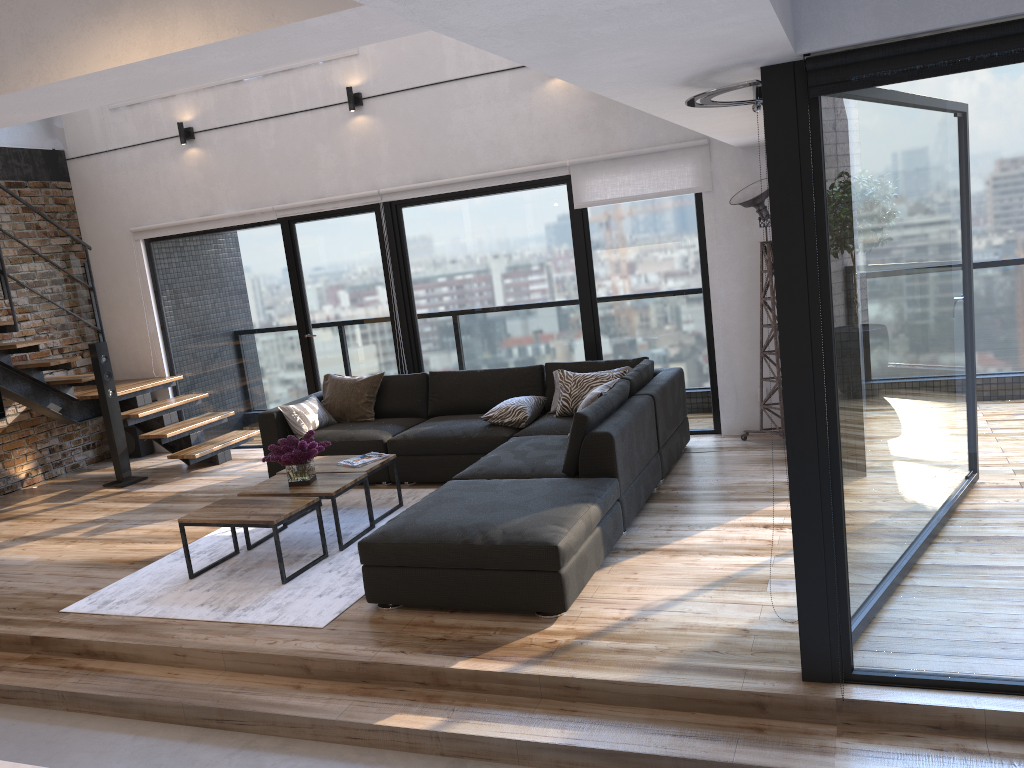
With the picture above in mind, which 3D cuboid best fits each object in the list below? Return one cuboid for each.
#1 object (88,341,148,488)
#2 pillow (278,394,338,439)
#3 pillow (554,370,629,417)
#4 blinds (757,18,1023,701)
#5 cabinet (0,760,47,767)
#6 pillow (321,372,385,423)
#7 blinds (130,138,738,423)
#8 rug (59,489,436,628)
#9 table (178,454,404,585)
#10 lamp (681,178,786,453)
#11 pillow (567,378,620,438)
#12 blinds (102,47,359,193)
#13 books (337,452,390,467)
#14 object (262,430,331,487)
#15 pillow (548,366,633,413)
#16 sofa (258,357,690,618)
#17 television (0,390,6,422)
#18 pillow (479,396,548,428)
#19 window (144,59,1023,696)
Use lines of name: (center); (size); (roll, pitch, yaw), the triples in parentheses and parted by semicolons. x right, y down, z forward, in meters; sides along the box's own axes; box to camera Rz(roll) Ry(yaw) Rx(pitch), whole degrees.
object: (-3.343, 0.249, 7.406); (0.271, 1.209, 0.270); (-2, 11, 27)
pillow: (-1.560, 0.246, 6.820); (0.212, 0.266, 0.497); (-3, 10, 23)
pillow: (0.545, 0.055, 6.103); (0.532, 0.315, 0.250); (-2, 11, 26)
blinds: (1.726, -0.122, 3.212); (1.827, 2.057, 3.855); (-11, 10, -23)
cabinet: (-3.691, 0.597, 1.580); (9.118, 2.879, 2.466); (-3, 10, 22)
pillow: (-1.306, 0.109, 7.057); (0.609, 0.383, 0.264); (-3, 11, 23)
blinds: (-0.940, -0.579, 7.363); (5.370, 2.049, 0.095); (-3, 11, 22)
rug: (-1.233, 0.945, 5.294); (1.637, 0.003, 2.107); (-3, 10, 22)
table: (-1.246, 0.766, 5.300); (0.697, 0.351, 1.294); (-3, 10, 22)
lamp: (1.304, -0.425, 6.106); (1.468, 1.832, 0.424); (-6, 10, 8)
pillow: (0.538, 0.154, 5.684); (0.273, 0.310, 0.545); (-3, 10, 22)
blinds: (-3.867, -3.043, 6.952); (10.204, 2.983, 1.990); (-7, 10, 1)
books: (-0.948, 0.484, 5.672); (0.228, 0.013, 0.294); (2, 13, 43)
object: (-1.263, 0.423, 5.251); (0.342, 0.344, 0.374); (-3, 10, 24)
pillow: (0.545, 0.050, 6.274); (0.611, 0.294, 0.234); (-3, 10, 23)
sofa: (-0.664, 0.461, 5.653); (3.045, 0.702, 2.990); (-3, 10, 22)
television: (-4.077, 0.028, 6.030); (0.136, 0.785, 1.203); (-3, 10, 22)
pillow: (0.026, 0.193, 6.313); (0.356, 0.178, 0.529); (-4, 10, 20)
window: (-1.915, -1.674, 5.689); (13.401, 5.582, 5.647); (-3, 10, 22)
